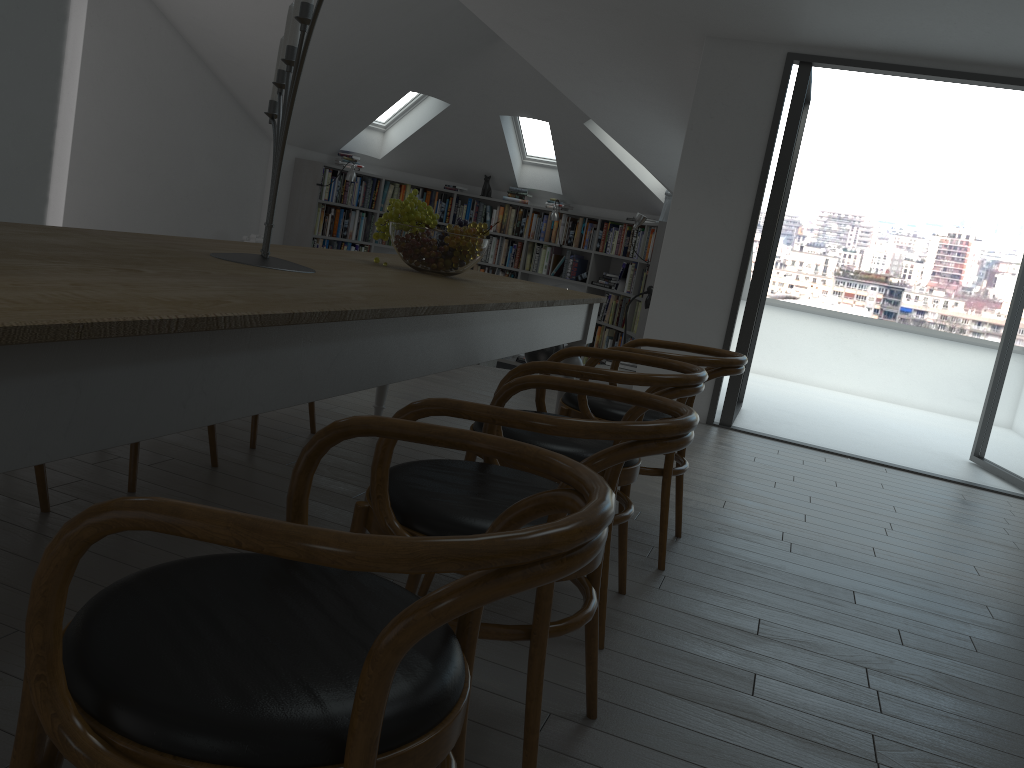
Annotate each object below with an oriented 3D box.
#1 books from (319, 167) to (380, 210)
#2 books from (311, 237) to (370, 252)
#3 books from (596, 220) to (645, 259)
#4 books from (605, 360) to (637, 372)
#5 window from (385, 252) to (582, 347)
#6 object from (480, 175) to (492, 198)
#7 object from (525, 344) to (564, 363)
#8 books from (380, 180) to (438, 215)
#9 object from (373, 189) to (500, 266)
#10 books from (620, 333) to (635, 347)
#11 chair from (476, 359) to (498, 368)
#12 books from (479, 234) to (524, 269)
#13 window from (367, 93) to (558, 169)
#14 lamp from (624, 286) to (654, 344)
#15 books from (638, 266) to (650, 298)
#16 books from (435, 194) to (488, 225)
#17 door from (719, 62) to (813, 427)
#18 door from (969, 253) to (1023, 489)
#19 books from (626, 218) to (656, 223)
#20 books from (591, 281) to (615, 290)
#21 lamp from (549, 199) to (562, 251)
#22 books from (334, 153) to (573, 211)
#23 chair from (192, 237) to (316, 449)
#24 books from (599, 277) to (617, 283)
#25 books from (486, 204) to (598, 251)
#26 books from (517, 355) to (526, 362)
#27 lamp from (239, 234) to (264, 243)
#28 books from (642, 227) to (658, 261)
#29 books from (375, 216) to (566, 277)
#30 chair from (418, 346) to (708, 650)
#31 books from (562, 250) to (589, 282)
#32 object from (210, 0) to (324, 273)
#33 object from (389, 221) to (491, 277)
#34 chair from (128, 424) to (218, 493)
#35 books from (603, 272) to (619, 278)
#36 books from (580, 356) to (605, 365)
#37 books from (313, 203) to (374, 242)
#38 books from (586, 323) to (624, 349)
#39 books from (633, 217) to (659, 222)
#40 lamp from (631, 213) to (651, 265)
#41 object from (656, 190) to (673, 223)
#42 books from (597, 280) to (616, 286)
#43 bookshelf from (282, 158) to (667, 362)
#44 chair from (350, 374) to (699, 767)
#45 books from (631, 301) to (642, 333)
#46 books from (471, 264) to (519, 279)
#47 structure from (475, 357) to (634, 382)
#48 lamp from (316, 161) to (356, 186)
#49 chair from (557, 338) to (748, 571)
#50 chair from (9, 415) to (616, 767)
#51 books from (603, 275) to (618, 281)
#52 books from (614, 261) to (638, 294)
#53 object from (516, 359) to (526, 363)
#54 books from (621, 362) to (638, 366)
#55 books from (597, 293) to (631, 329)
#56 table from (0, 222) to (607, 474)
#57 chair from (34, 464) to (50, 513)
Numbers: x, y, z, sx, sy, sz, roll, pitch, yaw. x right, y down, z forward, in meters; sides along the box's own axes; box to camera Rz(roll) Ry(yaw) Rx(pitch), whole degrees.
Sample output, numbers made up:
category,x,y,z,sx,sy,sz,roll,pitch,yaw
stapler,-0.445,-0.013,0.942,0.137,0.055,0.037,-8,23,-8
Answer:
category,x,y,z,sx,sy,sz,roll,pitch,yaw
books,-1.917,-2.202,9.932,0.301,0.360,1.033,16,11,33
books,-2.038,-1.453,10.014,0.261,0.358,1.020,16,11,33
books,1.310,-1.582,9.812,0.305,0.366,0.974,6,10,-29
books,1.061,-0.170,8.040,0.366,0.042,0.389,13,10,17
window,-0.442,-0.934,11.017,3.231,1.146,0.619,11,8,3
object,-0.288,-2.386,10.718,0.147,0.264,0.202,13,9,13
object,0.266,-0.259,7.169,0.320,0.560,0.322,9,8,-10
books,-1.267,-2.189,10.549,0.791,0.371,0.270,5,10,-29
object,-0.274,-0.529,3.127,0.393,0.283,0.294,8,9,-19
books,1.318,-0.271,9.073,0.304,0.357,1.189,10,9,-2
chair,-0.626,-0.257,8.880,0.824,0.716,0.743,12,9,12
books,-0.295,-1.660,10.861,1.028,0.358,0.302,11,9,3
window,0.171,-2.859,9.762,4.062,0.710,1.937,13,10,17
lamp,1.168,-0.562,7.967,0.324,0.657,0.233,16,10,32
books,1.463,-1.002,8.907,0.279,0.357,1.056,11,9,2
books,-0.634,-2.099,10.783,0.682,0.345,0.266,10,9,-6
door,1.784,-0.918,6.186,0.080,2.337,1.053,13,8,17
door,3.476,-0.507,5.631,0.080,2.337,1.055,11,8,2
books,1.464,-1.767,9.692,0.316,0.036,0.338,7,10,-20
books,1.158,-1.103,10.083,0.365,0.042,0.390,5,11,-33
lamp,0.527,-1.842,10.268,0.113,0.564,0.358,14,9,23
books,-0.670,-2.371,10.469,2.811,0.173,0.751,9,10,-12
chair,-1.132,-0.192,3.673,0.623,0.732,0.528,14,9,20
books,1.170,-1.165,10.074,0.269,0.031,0.287,7,10,-23
books,0.401,-1.883,10.589,1.570,0.365,0.394,14,10,22
books,0.206,-0.298,10.847,0.269,0.029,0.254,12,10,7
lamp,-2.551,-1.209,8.722,0.306,0.523,0.306,11,8,6
books,1.535,-1.377,8.866,0.292,0.361,1.018,11,9,-1
books,-0.506,-1.663,10.684,2.528,0.369,0.593,10,9,-2
chair,0.159,0.256,2.457,0.622,0.732,0.529,13,9,14
books,0.827,-1.365,10.373,0.400,0.339,0.224,17,11,37
object,-0.552,-0.719,2.157,0.265,0.871,0.779,9,9,-9
object,-0.266,-0.461,3.114,0.360,0.159,0.361,10,9,-3
chair,-1.322,-0.109,2.972,0.622,0.732,0.528,13,9,17
books,1.181,-1.226,10.066,0.269,0.031,0.287,10,9,-3
books,1.104,-0.055,9.763,0.359,0.310,1.505,7,10,-21
books,-1.989,-1.830,10.007,0.304,0.346,1.088,16,11,32
books,1.089,-0.470,9.982,0.271,0.349,0.877,5,11,-31
books,1.469,-1.794,9.688,0.233,0.027,0.249,9,10,-10
lamp,1.322,-1.431,8.846,0.275,0.523,0.113,12,8,8
object,1.600,-1.856,9.043,0.179,0.471,0.179,15,9,26
books,1.164,-1.135,10.079,0.269,0.031,0.287,3,12,-37
bookshelf,-0.152,-1.141,10.002,4.341,1.873,2.113,13,9,17
chair,-0.014,0.344,1.751,0.623,0.732,0.528,14,9,20
books,1.400,-0.627,8.953,0.275,0.346,1.025,11,9,2
books,-0.368,-1.286,10.871,0.997,0.350,0.298,11,9,1
structure,-0.724,-0.256,8.801,4.703,0.690,4.736,6,11,-28
lamp,-1.848,-2.231,9.428,0.414,0.311,0.117,13,8,14
chair,0.442,0.195,3.126,0.622,0.732,0.528,13,9,17
chair,-0.250,0.415,1.069,0.622,0.732,0.529,13,9,13
books,1.176,-1.195,10.070,0.213,0.036,0.228,7,10,-23
books,1.375,-1.144,9.645,0.255,0.349,0.556,6,10,-26
object,0.200,-0.268,10.851,0.227,0.036,0.213,17,11,33
books,1.068,-0.206,8.035,0.286,0.034,0.305,12,10,7
books,1.190,-0.822,9.852,0.251,0.351,0.979,6,10,-30
table,-0.661,0.071,2.432,1.020,0.795,3.357,13,10,17
chair,-1.565,-0.038,2.288,0.622,0.732,0.529,12,9,12
